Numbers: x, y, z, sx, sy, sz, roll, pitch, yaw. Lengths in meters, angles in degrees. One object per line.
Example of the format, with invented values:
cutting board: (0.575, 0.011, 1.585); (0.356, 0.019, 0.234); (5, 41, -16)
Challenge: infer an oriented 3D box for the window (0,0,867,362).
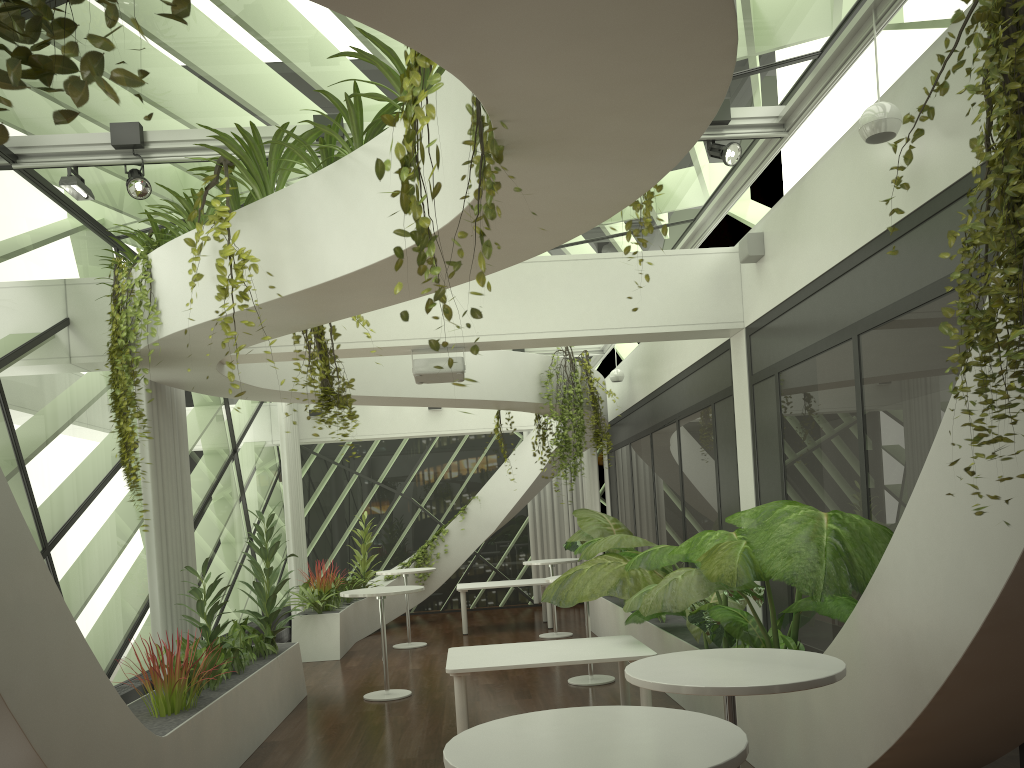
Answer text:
window: (-0.974, -1.485, 8.573); (5.684, 0.055, 16.888); (-3, -9, -3)

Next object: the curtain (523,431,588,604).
curtain: (0.900, 2.131, 16.785); (1.230, 4.088, 0.160); (-4, 1, -4)

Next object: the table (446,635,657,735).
table: (0.281, 2.386, 6.647); (1.499, 0.717, 1.077); (-3, -6, -3)

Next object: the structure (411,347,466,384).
structure: (-0.638, -0.163, 7.617); (0.462, 0.276, 0.391); (-3, -6, -3)

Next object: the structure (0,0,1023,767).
structure: (-0.624, 0.723, 3.933); (5.920, 4.201, 24.578); (-4, -8, 2)

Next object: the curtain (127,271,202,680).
curtain: (-3.235, 1.080, 8.227); (0.160, 4.087, 1.046); (-4, 0, -5)

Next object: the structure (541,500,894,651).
structure: (1.089, 2.032, 8.511); (1.781, 1.707, 8.990); (-3, -8, -4)

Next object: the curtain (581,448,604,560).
curtain: (1.464, 1.977, 16.012); (0.160, 4.087, 1.000); (-4, 0, -5)

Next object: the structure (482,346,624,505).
structure: (0.488, 0.546, 11.265); (1.630, 2.071, 1.448); (-1, -3, -38)

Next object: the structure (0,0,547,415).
structure: (-1.013, -0.654, 1.671); (3.201, 1.856, 1.239); (1, -5, -37)

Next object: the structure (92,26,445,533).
structure: (-1.559, -0.250, 5.700); (1.441, 2.308, 4.677); (-2, -6, -40)

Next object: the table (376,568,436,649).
table: (-1.482, 3.216, 12.546); (0.861, 1.095, 0.855); (-5, -3, 32)

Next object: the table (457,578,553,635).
table: (-0.103, 3.529, 13.931); (1.499, 0.717, 1.077); (-3, -6, -3)

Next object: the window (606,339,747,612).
window: (1.928, 1.765, 11.530); (0.050, 3.225, 7.253); (-4, -7, -4)

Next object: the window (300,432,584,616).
window: (-1.242, 2.113, 16.907); (5.734, 4.644, 0.038); (-3, 1, -3)

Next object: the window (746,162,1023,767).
window: (2.324, 0.586, 4.018); (0.050, 3.226, 7.163); (-4, -7, -4)

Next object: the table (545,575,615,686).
table: (0.807, 2.538, 9.079); (0.861, 1.095, 0.855); (-5, -3, 32)

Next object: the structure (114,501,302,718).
structure: (-2.367, 1.732, 7.078); (0.853, 1.591, 3.359); (-4, -7, -4)

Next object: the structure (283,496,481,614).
structure: (-2.426, 2.677, 13.861); (2.045, 1.665, 4.781); (-6, -8, 28)

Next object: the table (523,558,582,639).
table: (0.618, 3.099, 12.656); (0.861, 1.095, 0.855); (-5, -3, 32)

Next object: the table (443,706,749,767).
table: (0.267, 1.562, 2.508); (0.853, 1.095, 0.863); (-3, -3, -18)

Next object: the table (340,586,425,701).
table: (-1.293, 2.654, 8.969); (0.861, 1.095, 0.855); (-5, -3, 32)

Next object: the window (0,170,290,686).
window: (-3.652, 0.962, 8.442); (0.084, 4.613, 16.920); (-4, -8, -4)

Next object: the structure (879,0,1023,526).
structure: (1.403, -0.677, 2.276); (0.616, 2.115, 1.066); (-4, -1, 9)

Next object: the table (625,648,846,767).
table: (0.919, 1.676, 3.521); (0.853, 1.095, 0.863); (-3, -3, -18)

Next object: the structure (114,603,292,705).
structure: (-3.401, 3.115, 9.167); (0.258, 0.501, 15.286); (-4, -9, -4)
